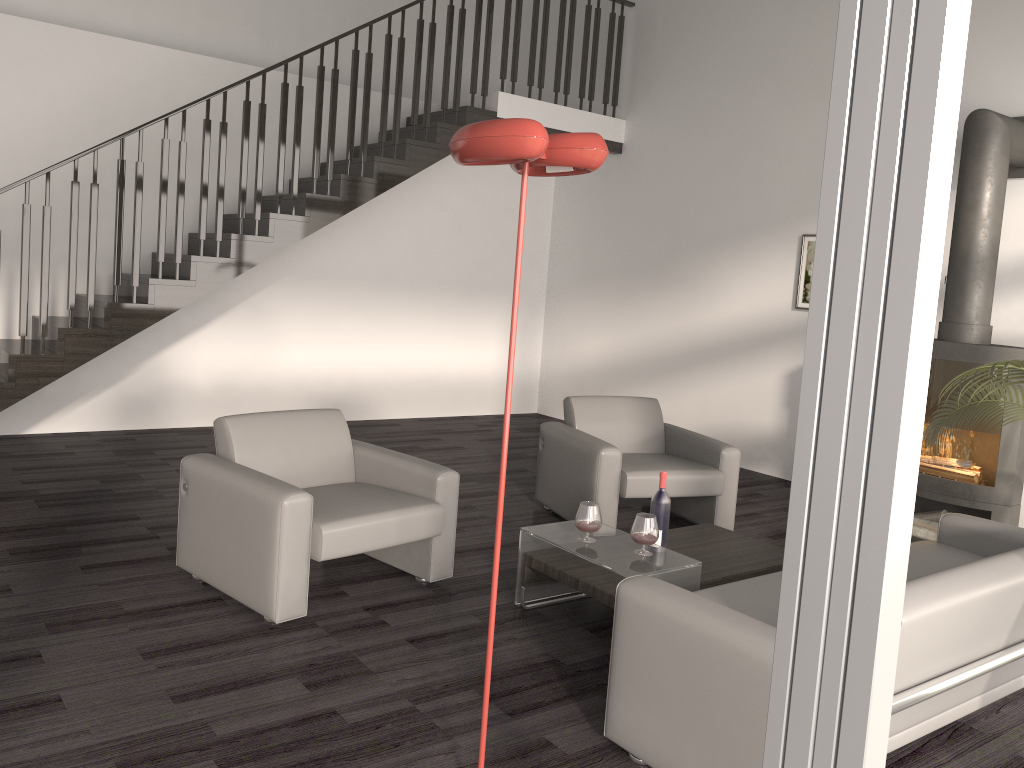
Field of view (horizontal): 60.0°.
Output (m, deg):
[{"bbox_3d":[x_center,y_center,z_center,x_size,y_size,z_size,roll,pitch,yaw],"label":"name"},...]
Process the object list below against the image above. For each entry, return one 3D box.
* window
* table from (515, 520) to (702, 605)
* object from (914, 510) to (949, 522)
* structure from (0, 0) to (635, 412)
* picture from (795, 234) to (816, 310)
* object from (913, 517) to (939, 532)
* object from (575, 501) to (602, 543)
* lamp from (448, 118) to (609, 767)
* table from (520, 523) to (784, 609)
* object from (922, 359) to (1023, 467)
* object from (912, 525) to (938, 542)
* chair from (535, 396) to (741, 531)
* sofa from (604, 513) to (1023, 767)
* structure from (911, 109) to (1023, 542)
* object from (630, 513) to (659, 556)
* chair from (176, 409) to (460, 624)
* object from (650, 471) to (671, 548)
[{"bbox_3d":[0.523,-0.411,1.132,9.744,3.460,0.386,-1,7,-37],"label":"window"},{"bbox_3d":[0.385,0.836,3.706,0.400,0.340,0.683,0,8,-37],"label":"table"},{"bbox_3d":[2.585,0.854,5.564,0.104,0.191,0.307,1,7,-36],"label":"object"},{"bbox_3d":[-1.497,-1.613,7.283,6.342,4.081,1.003,0,7,-37],"label":"structure"},{"bbox_3d":[2.356,-0.846,6.736,0.026,0.576,0.395,1,6,-37],"label":"picture"},{"bbox_3d":[2.566,0.875,5.441,0.072,0.068,0.259,0,8,-38],"label":"object"},{"bbox_3d":[0.321,0.579,3.723,0.116,0.155,0.116,1,6,-28],"label":"object"},{"bbox_3d":[-0.025,0.252,2.281,0.353,1.782,0.366,1,6,-37],"label":"lamp"},{"bbox_3d":[0.701,0.885,3.951,1.200,0.249,0.602,-1,8,-37],"label":"table"},{"bbox_3d":[2.784,0.288,4.291,2.119,1.661,1.724,-1,8,-42],"label":"object"},{"bbox_3d":[2.545,0.925,5.398,0.092,0.081,0.268,0,8,-36],"label":"object"},{"bbox_3d":[0.762,0.483,5.379,0.962,0.715,0.914,2,6,-22],"label":"chair"},{"bbox_3d":[1.366,0.808,3.047,2.114,0.715,0.905,-1,8,-37],"label":"sofa"},{"bbox_3d":[3.025,-0.357,5.577,1.116,2.666,0.821,0,6,-37],"label":"structure"},{"bbox_3d":[0.540,0.610,3.601,0.116,0.155,0.116,9,7,43],"label":"object"},{"bbox_3d":[-0.840,0.531,3.980,0.913,0.715,0.963,10,8,42],"label":"chair"},{"bbox_3d":[0.657,0.572,3.932,0.093,0.369,0.093,0,6,-38],"label":"object"}]
